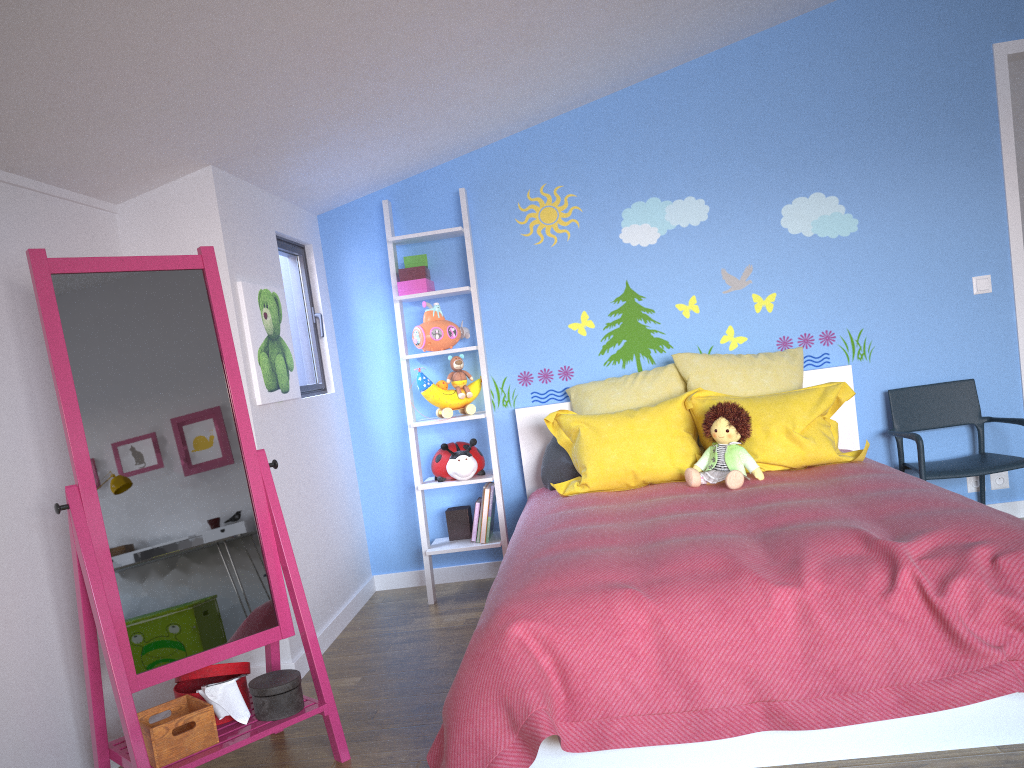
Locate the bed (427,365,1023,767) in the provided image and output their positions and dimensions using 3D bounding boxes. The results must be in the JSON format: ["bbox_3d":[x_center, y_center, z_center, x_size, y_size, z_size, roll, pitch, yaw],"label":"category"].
[{"bbox_3d":[0.750,0.466,3.024,1.927,0.814,2.308,-8,2,5],"label":"bed"}]

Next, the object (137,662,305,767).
[{"bbox_3d":[-0.846,0.861,2.459,0.443,0.160,0.368,-10,3,-39],"label":"object"}]

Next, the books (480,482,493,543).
[{"bbox_3d":[-0.113,0.585,4.039,0.080,0.249,0.196,-7,4,5],"label":"books"}]

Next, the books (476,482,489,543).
[{"bbox_3d":[-0.130,0.583,4.081,0.078,0.254,0.208,-7,4,5],"label":"books"}]

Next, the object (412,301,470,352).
[{"bbox_3d":[-0.326,-0.270,4.064,0.294,0.235,0.157,-9,4,-24],"label":"object"}]

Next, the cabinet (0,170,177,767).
[{"bbox_3d":[-1.447,0.345,1.056,0.053,1.770,4.215,-7,2,5],"label":"cabinet"}]

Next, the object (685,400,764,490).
[{"bbox_3d":[0.800,0.238,3.384,0.287,0.343,0.249,-5,5,39],"label":"object"}]

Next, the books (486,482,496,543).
[{"bbox_3d":[2.117,3.472,6.193,5.363,6.738,0.361,-11,6,-44],"label":"books"}]

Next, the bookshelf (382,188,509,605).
[{"bbox_3d":[-0.295,0.045,4.069,0.391,1.859,0.378,-7,5,5],"label":"bookshelf"}]

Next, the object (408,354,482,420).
[{"bbox_3d":[-0.276,0.012,4.023,0.371,0.282,0.154,-9,4,-22],"label":"object"}]

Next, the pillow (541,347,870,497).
[{"bbox_3d":[0.753,0.136,3.777,1.346,0.534,0.676,-8,3,6],"label":"pillow"}]

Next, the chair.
[{"bbox_3d":[1.945,0.341,3.877,0.512,0.677,0.415,-8,4,2],"label":"chair"}]

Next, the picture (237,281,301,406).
[{"bbox_3d":[-0.918,-0.152,3.366,0.026,0.445,0.448,-7,3,5],"label":"picture"}]

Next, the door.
[{"bbox_3d":[2.814,-0.534,4.441,1.033,2.138,0.993,-7,4,5],"label":"door"}]

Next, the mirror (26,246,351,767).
[{"bbox_3d":[-0.892,0.370,2.393,0.607,1.495,0.417,-12,6,-44],"label":"mirror"}]

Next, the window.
[{"bbox_3d":[-0.999,-0.300,3.887,0.209,0.750,0.583,-7,4,5],"label":"window"}]

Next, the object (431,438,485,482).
[{"bbox_3d":[-0.259,0.345,4.063,0.253,0.184,0.320,-7,3,12],"label":"object"}]
